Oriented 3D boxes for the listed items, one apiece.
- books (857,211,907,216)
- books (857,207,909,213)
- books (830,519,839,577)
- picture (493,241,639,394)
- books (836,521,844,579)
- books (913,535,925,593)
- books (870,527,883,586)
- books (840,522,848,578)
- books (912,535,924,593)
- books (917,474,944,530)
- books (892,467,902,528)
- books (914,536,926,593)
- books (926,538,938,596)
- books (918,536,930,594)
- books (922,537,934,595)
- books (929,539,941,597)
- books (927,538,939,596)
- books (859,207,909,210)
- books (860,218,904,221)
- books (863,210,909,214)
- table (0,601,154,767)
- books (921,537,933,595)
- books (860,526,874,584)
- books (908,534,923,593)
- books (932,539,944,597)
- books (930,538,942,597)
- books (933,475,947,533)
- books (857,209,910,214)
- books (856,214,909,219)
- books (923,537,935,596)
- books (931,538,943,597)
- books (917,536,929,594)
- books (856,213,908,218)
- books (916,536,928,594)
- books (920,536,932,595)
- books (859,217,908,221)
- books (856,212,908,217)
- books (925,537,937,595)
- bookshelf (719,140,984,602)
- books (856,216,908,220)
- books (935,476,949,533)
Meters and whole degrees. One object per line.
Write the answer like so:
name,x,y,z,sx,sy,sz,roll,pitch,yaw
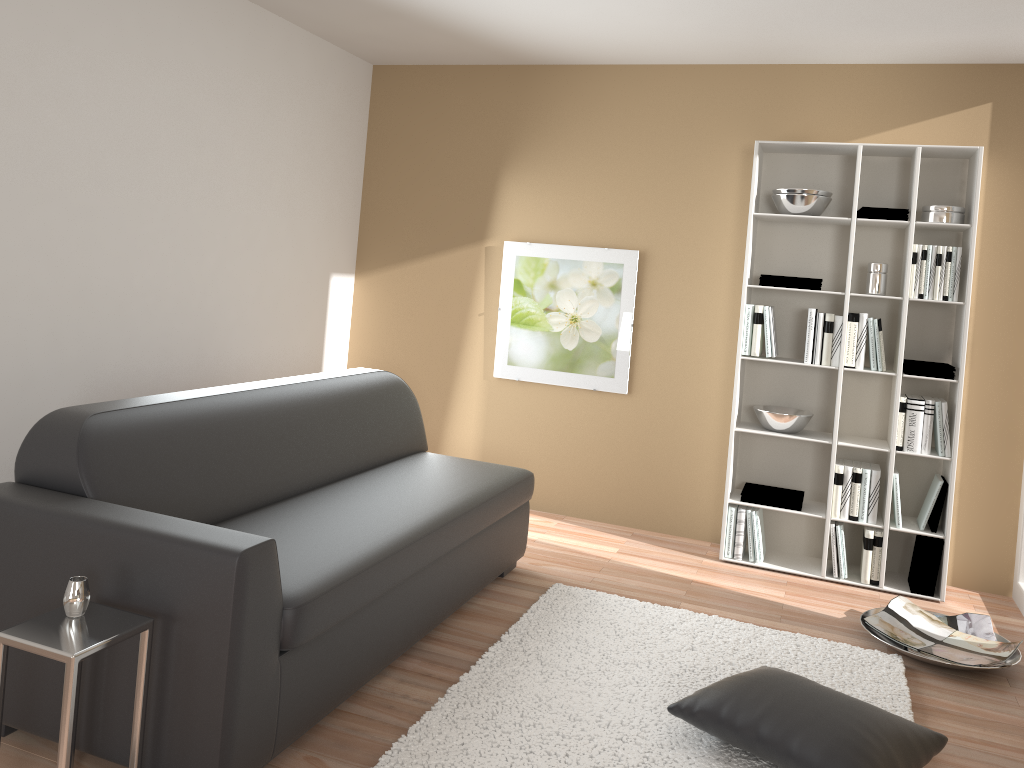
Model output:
books,1.847,-0.845,4.414,0.211,0.006,0.298,7,7,16
books,1.848,-0.861,4.410,0.211,0.007,0.298,7,7,15
books,1.610,0.806,4.395,0.060,0.259,0.207,5,3,20
picture,0.302,-0.397,5.111,0.819,0.815,0.019,6,0,20
books,1.633,0.811,4.382,0.058,0.257,0.208,5,3,20
books,1.966,0.851,4.269,0.032,0.270,0.214,5,2,20
books,1.789,0.830,4.327,0.040,0.258,0.207,5,3,20
books,1.655,0.810,4.391,0.058,0.257,0.208,5,3,20
books,1.959,0.853,4.267,0.032,0.269,0.212,5,2,20
books,2.035,0.572,4.284,0.085,0.245,0.208,5,3,20
books,1.880,0.552,4.307,0.060,0.259,0.207,5,3,20
books,1.970,0.852,4.267,0.032,0.270,0.214,5,2,20
books,2.017,0.858,4.250,0.032,0.270,0.214,5,2,20
books,1.985,0.857,4.258,0.032,0.268,0.211,5,2,20
books,2.001,0.859,4.253,0.032,0.268,0.211,5,2,20
books,2.027,0.862,4.243,0.032,0.268,0.211,5,2,20
books,2.021,0.859,4.244,0.032,0.272,0.217,5,3,20
books,1.850,-0.865,4.409,0.211,0.006,0.298,7,7,14
books,1.845,-0.812,4.415,0.211,0.007,0.298,7,7,15
books,1.852,-0.850,4.412,0.211,0.008,0.298,7,7,14
table,-1.022,0.790,2.030,0.228,0.469,0.238,5,1,20
books,1.996,0.858,4.255,0.032,0.268,0.211,5,2,20
books,1.750,0.826,4.337,0.040,0.258,0.207,5,3,20
books,1.954,0.853,4.270,0.032,0.268,0.211,5,2,20
books,2.042,0.864,4.237,0.032,0.268,0.211,5,2,20
books,2.031,0.863,4.241,0.032,0.268,0.211,5,2,20
books,2.066,0.579,4.270,0.043,0.242,0.219,5,3,20
books,1.853,-0.855,4.412,0.211,0.008,0.298,7,7,14
books,1.848,-0.828,4.415,0.211,0.007,0.298,7,7,13
books,2.005,0.859,4.250,0.032,0.269,0.212,5,2,20
books,2.037,0.861,4.240,0.032,0.273,0.219,5,3,20
books,1.980,0.856,4.260,0.032,0.268,0.211,5,2,20
books,1.847,-0.833,4.412,0.211,0.006,0.298,7,7,14
books,1.974,0.853,4.261,0.032,0.272,0.217,5,3,20
books,1.990,0.855,4.257,0.032,0.273,0.219,5,3,20
books,1.847,-0.817,4.413,0.211,0.006,0.298,7,7,14
books,1.848,-0.839,4.412,0.211,0.006,0.298,7,7,14
books,2.012,0.857,4.252,0.032,0.270,0.214,5,2,20
bookshelf,1.688,-0.123,4.453,1.043,2.139,0.332,5,0,20
books,1.847,-0.822,4.413,0.211,0.006,0.298,7,7,14
books,2.073,0.582,4.267,0.043,0.238,0.211,5,3,20
